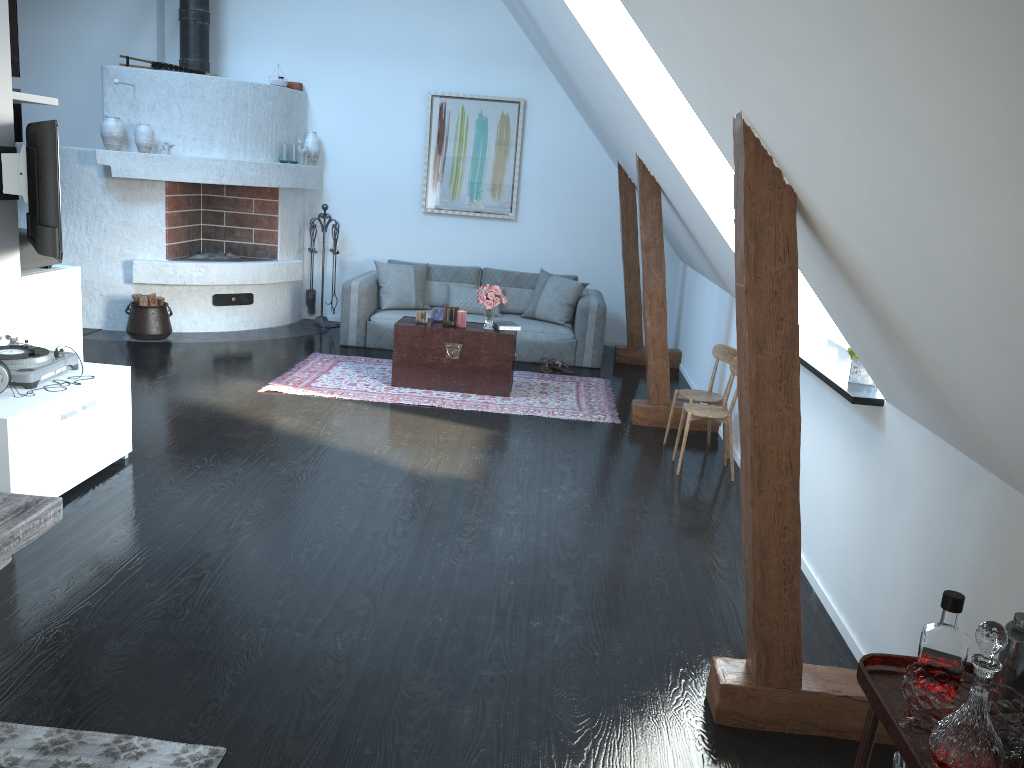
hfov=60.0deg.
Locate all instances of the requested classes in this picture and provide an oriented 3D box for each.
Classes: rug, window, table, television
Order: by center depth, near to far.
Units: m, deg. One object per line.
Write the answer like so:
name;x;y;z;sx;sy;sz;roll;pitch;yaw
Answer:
table;-1.781;0.871;1.140;1.141;0.788;2.421;5;13;2
rug;-1.823;1.240;1.246;1.898;0.022;2.677;5;13;2
window;-1.209;-2.010;1.871;5.959;4.249;8.018;5;13;2
television;-2.520;-0.954;4.267;0.537;0.652;1.005;-4;15;-31
table;-0.444;-0.222;6.957;0.962;0.492;0.471;5;13;2
rug;-0.491;0.004;7.034;2.647;0.029;1.512;5;13;2

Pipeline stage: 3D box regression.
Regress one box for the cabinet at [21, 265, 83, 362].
cabinet;-3.055;-0.225;5.110;0.869;0.921;0.638;5;13;2

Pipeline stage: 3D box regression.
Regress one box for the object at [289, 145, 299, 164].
object;-2.131;-2.242;8.661;0.092;0.180;0.092;11;14;25

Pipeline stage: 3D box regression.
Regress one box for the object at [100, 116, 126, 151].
object;-3.464;-2.161;7.701;0.203;0.314;0.203;1;13;-13

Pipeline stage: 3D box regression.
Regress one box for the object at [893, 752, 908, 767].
object;0.809;0.840;1.804;0.087;0.155;0.087;-1;14;-24

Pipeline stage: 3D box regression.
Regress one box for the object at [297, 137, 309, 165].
object;-2.078;-2.307;8.791;0.081;0.258;0.150;14;16;35

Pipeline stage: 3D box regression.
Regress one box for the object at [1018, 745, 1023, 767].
object;0.851;0.548;1.383;0.081;0.307;0.081;6;13;8

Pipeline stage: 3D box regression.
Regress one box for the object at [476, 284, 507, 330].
object;-0.172;-0.605;6.859;0.234;0.351;0.235;-5;16;-37

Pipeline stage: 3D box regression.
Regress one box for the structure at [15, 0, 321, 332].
structure;-3.436;-3.073;8.912;3.058;4.752;3.049;7;13;11

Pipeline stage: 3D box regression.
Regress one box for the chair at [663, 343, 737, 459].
chair;1.228;0.100;5.709;0.342;0.696;0.329;1;13;-14

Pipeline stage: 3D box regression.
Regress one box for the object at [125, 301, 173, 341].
object;-3.227;-0.565;7.887;0.384;0.313;0.384;12;15;28

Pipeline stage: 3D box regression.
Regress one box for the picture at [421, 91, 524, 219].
picture;-0.404;-2.309;8.982;0.965;1.185;0.025;5;13;2

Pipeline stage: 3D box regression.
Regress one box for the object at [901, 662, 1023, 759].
object;0.837;0.601;1.618;0.245;0.092;0.151;12;15;30

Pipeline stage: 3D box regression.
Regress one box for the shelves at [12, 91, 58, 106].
shelves;-3.330;-1.583;4.722;1.604;0.038;0.478;5;13;2

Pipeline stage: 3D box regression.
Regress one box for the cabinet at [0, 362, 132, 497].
cabinet;-2.363;0.244;4.251;0.623;0.507;1.069;5;13;2

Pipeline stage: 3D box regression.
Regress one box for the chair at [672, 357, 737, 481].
chair;1.184;0.188;5.317;0.342;0.696;0.329;5;13;4

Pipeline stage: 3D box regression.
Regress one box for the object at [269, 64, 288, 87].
object;-2.271;-2.997;8.617;0.066;0.221;0.231;13;15;32

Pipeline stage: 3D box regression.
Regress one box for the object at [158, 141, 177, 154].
object;-3.031;-2.080;7.795;0.161;0.114;0.064;6;13;5

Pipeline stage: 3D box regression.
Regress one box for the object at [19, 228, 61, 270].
object;-2.838;-0.747;4.920;0.435;0.211;0.496;5;13;2

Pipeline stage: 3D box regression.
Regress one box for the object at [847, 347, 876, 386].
object;1.377;-0.238;3.525;0.309;0.461;0.131;10;14;20

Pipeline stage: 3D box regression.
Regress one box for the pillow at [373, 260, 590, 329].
pillow;-0.306;-0.881;8.463;2.075;0.515;0.444;5;13;2

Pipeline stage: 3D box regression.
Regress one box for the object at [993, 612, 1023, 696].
object;0.988;0.540;1.744;0.052;0.182;0.135;15;17;38

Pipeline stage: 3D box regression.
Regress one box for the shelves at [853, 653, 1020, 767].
shelves;0.856;1.018;1.554;0.438;0.732;0.803;4;13;-2

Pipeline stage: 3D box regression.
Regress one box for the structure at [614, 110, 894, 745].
structure;1.035;0.217;2.401;1.023;1.963;12.350;5;13;2

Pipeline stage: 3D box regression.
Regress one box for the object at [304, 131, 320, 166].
object;-2.024;-2.364;8.961;0.165;0.368;0.165;-2;14;-25

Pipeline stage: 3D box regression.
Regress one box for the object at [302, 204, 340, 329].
object;-1.921;-1.203;9.026;0.376;1.245;0.376;1;14;-17

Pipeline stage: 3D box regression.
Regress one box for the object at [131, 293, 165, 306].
object;-3.234;-0.642;7.851;0.240;0.370;0.270;5;13;2

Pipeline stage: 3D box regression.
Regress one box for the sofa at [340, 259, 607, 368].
sofa;-0.334;-0.733;8.598;2.458;0.770;1.107;5;13;2

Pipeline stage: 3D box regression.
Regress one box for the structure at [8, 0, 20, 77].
structure;-5.960;-2.526;8.827;1.897;3.267;0.781;5;13;2

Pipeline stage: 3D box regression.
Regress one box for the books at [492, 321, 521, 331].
books;-0.052;-0.460;6.972;0.179;0.034;0.243;0;14;-19

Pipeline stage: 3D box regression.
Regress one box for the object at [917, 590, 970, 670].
object;0.857;0.511;1.758;0.087;0.206;0.087;11;15;27

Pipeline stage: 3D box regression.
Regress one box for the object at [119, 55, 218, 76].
object;-3.045;-2.822;7.888;0.783;0.094;0.311;2;13;-12

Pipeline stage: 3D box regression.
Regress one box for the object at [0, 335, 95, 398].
object;-2.341;-0.087;4.208;0.558;0.162;0.742;5;13;0

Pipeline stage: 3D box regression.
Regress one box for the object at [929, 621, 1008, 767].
object;0.771;0.528;1.470;0.114;0.292;0.114;-2;14;-25

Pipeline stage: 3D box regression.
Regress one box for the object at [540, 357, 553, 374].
object;0.301;-0.167;7.876;0.101;0.090;0.277;3;13;-9

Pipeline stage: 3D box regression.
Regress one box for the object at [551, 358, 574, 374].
object;0.459;-0.161;7.903;0.101;0.090;0.277;-6;17;-40

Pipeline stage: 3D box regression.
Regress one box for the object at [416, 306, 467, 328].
object;-0.532;-0.540;6.928;0.413;0.138;0.215;8;13;13

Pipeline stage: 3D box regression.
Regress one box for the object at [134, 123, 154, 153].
object;-3.205;-2.126;7.728;0.158;0.274;0.158;16;17;40

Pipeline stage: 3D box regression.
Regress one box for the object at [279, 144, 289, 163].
object;-2.186;-2.212;8.511;0.092;0.180;0.092;12;15;29

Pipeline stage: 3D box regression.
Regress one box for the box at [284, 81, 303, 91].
box;-2.223;-2.977;8.868;0.229;0.078;0.127;5;13;2
